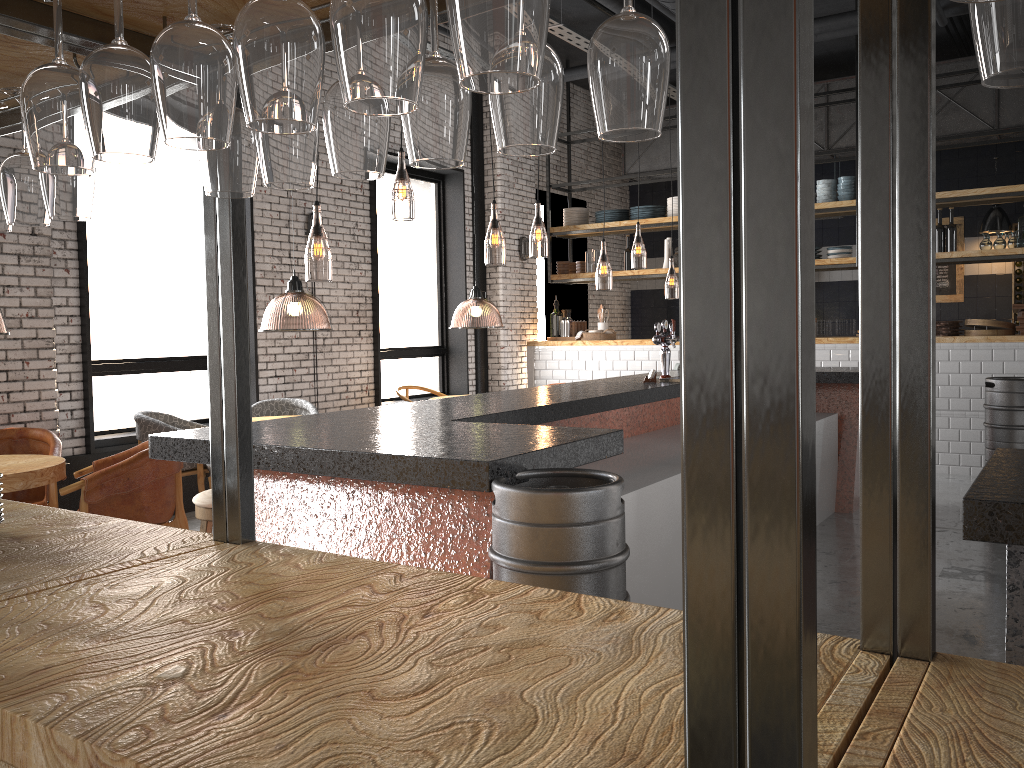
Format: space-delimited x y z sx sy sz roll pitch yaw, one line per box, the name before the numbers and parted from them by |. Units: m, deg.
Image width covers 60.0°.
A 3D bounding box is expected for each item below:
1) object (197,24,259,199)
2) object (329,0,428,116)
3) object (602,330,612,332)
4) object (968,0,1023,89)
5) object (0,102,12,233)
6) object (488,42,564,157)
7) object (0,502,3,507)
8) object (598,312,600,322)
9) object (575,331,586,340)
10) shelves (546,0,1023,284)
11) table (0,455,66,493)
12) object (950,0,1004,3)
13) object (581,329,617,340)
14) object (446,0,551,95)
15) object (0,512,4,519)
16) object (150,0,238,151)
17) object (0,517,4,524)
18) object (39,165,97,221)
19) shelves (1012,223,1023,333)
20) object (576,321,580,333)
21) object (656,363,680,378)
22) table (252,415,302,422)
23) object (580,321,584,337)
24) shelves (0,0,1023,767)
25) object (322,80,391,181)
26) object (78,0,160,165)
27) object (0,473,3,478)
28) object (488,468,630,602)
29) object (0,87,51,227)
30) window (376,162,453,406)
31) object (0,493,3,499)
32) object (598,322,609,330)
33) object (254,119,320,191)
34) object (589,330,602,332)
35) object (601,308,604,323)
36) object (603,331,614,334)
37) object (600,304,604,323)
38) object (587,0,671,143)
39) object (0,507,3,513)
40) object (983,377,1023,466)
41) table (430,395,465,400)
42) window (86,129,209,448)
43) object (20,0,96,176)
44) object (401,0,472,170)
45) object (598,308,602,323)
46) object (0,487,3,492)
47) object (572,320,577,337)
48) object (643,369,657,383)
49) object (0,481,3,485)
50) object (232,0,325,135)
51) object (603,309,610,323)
object | -0.471 -0.447 1.469 0.101 0.267 0.101 -3 3 -43
object | -0.138 -0.420 0.914 0.101 0.267 0.101 -3 3 -43
object | 1.157 -0.619 10.703 0.161 0.078 0.160 -1 3 -4
object | 0.493 -0.428 0.849 0.101 0.267 0.101 -2 3 -21
object | -1.111 -0.460 1.880 0.101 0.267 0.101 -1 2 -4
object | 0.017 -0.437 1.155 0.101 0.267 0.101 -3 3 -43
object | -1.196 0.270 1.776 0.306 0.046 0.306 -2 3 -10
object | 1.090 -0.716 10.851 0.071 0.328 0.052 -2 2 -12
object | 0.914 -0.593 10.777 0.283 0.110 0.187 -2 3 -21
shelves | 2.980 -2.794 9.984 5.677 3.064 0.598 1 3 33
table | -2.783 0.828 4.520 0.932 0.809 0.933 -2 3 -10
object | 0.338 -0.411 0.608 0.101 0.267 0.101 -2 3 -21
object | 1.049 -0.593 10.750 0.436 0.156 0.420 -1 3 5
object | -0.014 -0.417 0.834 0.101 0.267 0.101 -3 3 -43
object | -1.195 0.294 1.775 0.306 0.041 0.306 -4 4 -40
object | -0.386 -0.425 1.074 0.101 0.267 0.101 -3 3 -43
object | -1.194 0.305 1.776 0.306 0.035 0.306 -2 4 -20
object | -0.864 -0.455 1.721 0.101 0.267 0.101 -2 3 -26
shelves | 6.795 -0.957 11.125 0.889 2.146 0.251 0 3 33
object | 0.821 -0.667 11.036 0.056 0.249 0.056 -1 2 -5
object | 1.300 -0.118 6.684 0.200 0.106 0.767 1 4 33
table | -1.732 0.683 6.590 0.932 0.809 0.933 -2 3 -10
object | 0.869 -0.673 11.109 0.056 0.249 0.056 -1 2 -5
shelves | -0.238 -1.121 1.099 3.659 5.015 0.690 1 3 33
object | -0.231 -0.442 1.314 0.101 0.267 0.101 -3 3 -43
object | -0.510 -0.427 1.153 0.101 0.267 0.101 -3 3 -43
object | -1.194 0.214 1.773 0.306 0.039 0.306 0 4 16
object | 0.138 0.779 2.504 0.398 1.034 0.400 -2 3 -22
object | -0.987 -0.457 1.801 0.101 0.267 0.101 -1 2 -4
window | -1.160 -1.108 9.966 0.365 2.694 1.536 0 3 33
object | -1.195 0.255 1.774 0.306 0.042 0.306 -2 3 -10
object | 1.117 -0.649 10.849 0.129 0.204 0.129 -2 3 -21
object | -0.355 -0.445 1.394 0.101 0.267 0.101 -3 3 -43
object | 1.003 -0.613 10.653 0.160 0.078 0.161 0 3 11
object | 1.099 -0.740 10.797 0.033 0.370 0.137 -1 2 -1
object | 1.159 -0.600 10.701 0.161 0.075 0.161 -1 3 -4
object | 1.108 -0.835 10.902 0.017 0.289 0.090 -2 3 -20
object | 0.141 -0.435 1.075 0.101 0.267 0.101 -3 3 -43
object | -1.195 0.279 1.775 0.306 0.044 0.306 1 4 33
object | 3.649 0.473 6.447 0.398 1.034 0.400 -2 3 -22
table | -0.316 0.538 8.535 0.932 0.809 0.933 -2 3 -15
window | -2.891 -0.912 7.275 0.365 2.694 1.536 0 3 33
object | -0.626 -0.429 1.228 0.101 0.267 0.101 -3 3 -43
object | -0.107 -0.440 1.234 0.101 0.267 0.101 -3 3 -43
object | 1.088 -0.750 10.884 0.026 0.355 0.087 -3 3 -34
object | -1.195 0.240 1.774 0.306 0.037 0.306 1 4 34
object | 0.774 -0.662 10.963 0.056 0.249 0.056 -1 2 -5
object | 0.925 -0.058 5.943 0.091 0.091 0.178 -1 3 8
object | -1.195 0.229 1.775 0.306 0.048 0.305 -3 4 -32
object | -0.262 -0.422 0.994 0.101 0.267 0.101 -3 3 -43
object | 1.142 -0.738 10.826 0.076 0.358 0.123 -3 3 -42
